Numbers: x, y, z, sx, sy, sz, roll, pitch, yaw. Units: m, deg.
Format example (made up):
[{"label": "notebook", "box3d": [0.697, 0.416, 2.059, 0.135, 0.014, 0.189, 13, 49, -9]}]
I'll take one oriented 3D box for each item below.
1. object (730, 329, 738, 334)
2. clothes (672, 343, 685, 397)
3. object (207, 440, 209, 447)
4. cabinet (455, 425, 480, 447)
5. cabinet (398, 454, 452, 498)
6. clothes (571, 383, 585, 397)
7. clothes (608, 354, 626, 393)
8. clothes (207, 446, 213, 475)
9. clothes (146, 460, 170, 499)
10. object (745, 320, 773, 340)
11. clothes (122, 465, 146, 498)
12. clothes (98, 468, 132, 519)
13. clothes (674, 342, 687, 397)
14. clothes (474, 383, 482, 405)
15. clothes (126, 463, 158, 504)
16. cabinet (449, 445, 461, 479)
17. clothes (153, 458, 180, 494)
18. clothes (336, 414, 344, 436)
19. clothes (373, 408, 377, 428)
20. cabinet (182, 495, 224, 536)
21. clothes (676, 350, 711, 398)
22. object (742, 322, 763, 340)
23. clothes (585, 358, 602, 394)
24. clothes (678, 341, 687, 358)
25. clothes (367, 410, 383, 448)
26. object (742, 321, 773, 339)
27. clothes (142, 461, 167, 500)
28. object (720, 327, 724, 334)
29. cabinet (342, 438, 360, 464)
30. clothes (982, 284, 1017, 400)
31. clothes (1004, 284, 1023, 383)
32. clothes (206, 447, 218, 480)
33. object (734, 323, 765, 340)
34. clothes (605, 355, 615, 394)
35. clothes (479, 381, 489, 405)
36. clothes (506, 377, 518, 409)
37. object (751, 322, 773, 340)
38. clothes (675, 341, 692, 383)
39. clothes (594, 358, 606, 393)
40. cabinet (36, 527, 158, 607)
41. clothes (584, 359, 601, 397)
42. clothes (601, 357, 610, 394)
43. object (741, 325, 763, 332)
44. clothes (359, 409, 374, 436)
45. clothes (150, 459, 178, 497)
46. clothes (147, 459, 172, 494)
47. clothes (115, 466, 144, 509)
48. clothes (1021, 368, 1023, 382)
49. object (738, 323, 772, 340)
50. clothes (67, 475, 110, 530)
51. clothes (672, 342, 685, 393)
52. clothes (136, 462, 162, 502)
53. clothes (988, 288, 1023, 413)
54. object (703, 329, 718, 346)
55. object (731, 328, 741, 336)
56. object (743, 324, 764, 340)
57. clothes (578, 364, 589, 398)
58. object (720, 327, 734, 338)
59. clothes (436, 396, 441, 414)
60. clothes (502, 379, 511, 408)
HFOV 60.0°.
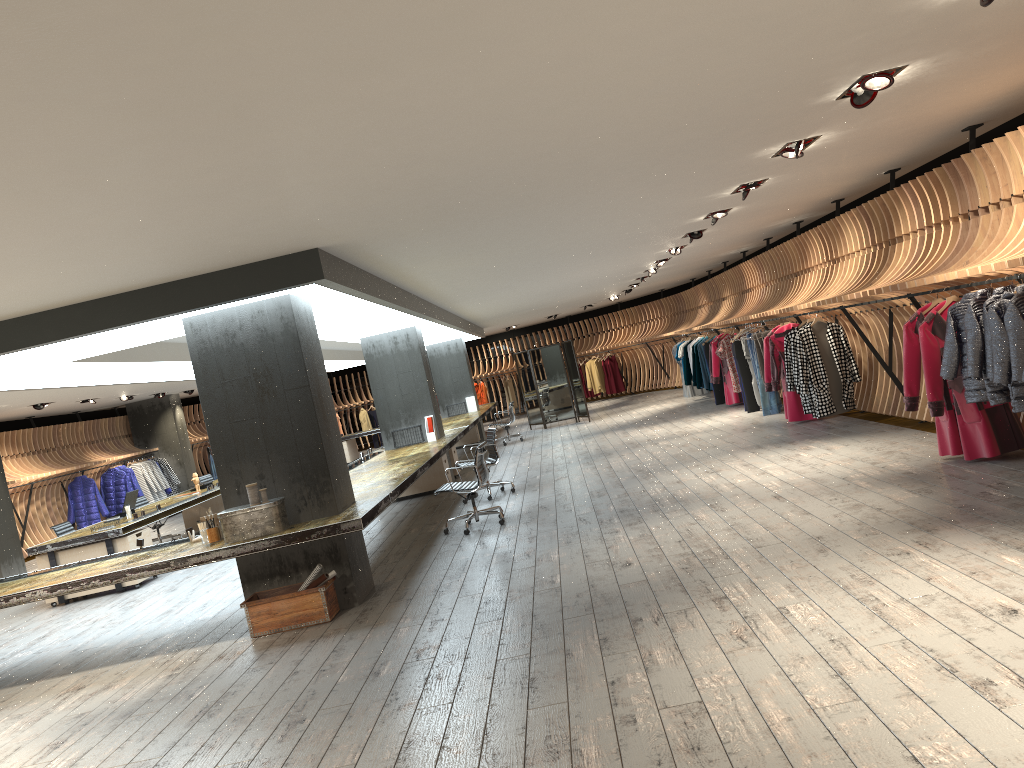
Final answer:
[{"label": "object", "box3d": [3.852, -0.883, 15.419, 0.525, 0.270, 0.012, -13, 0, 2]}, {"label": "clothes", "box3d": [4.235, -0.317, 21.010, 0.676, 1.434, 0.204, -13, 0, 17]}, {"label": "object", "box3d": [-8.344, 1.670, 24.378, 0.023, 0.243, 0.549, -13, 1, -16]}, {"label": "cabinet", "box3d": [-1.367, 1.208, 20.806, 1.131, 0.630, 0.593, -13, 1, 2]}, {"label": "cabinet", "box3d": [-1.537, 1.387, 13.399, 1.131, 0.630, 0.593, -13, 1, 2]}, {"label": "clothes", "box3d": [1.966, -0.082, 27.036, 0.444, 1.129, 0.127, -13, 0, -1]}, {"label": "clothes", "box3d": [3.018, -0.295, 25.866, 0.444, 1.129, 0.126, -13, 0, -25]}, {"label": "clothes", "box3d": [-8.163, 2.051, 24.693, 0.838, 0.881, 0.201, -12, 0, 17]}, {"label": "clothes", "box3d": [-8.560, 2.326, 21.152, 0.752, 1.062, 0.128, -13, 0, 1]}, {"label": "object", "box3d": [3.771, -0.840, 13.361, 0.549, 0.243, 0.023, -13, 0, 4]}, {"label": "clothes", "box3d": [-8.744, 2.460, 19.983, 0.885, 1.239, 0.245, -13, 0, -1]}, {"label": "clothes", "box3d": [-8.833, 2.493, 19.666, 0.880, 1.260, 0.242, -13, 0, -1]}, {"label": "clothes", "box3d": [4.224, -0.309, 20.729, 0.676, 1.434, 0.204, -13, 0, 17]}, {"label": "clothes", "box3d": [-1.148, 0.407, 28.485, 0.200, 0.881, 0.841, -13, 1, 33]}, {"label": "clothes", "box3d": [-8.587, 2.344, 20.476, 0.752, 1.062, 0.128, -13, 0, 1]}, {"label": "cabinet", "box3d": [-1.484, 1.349, 14.751, 1.131, 0.630, 0.593, -13, 1, 2]}, {"label": "clothes", "box3d": [-8.520, 2.363, 21.704, 0.799, 1.185, 0.192, -13, 0, 3]}, {"label": "clothes", "box3d": [-5.391, 1.489, 27.744, 0.125, 1.156, 0.446, -13, 0, -33]}, {"label": "clothes", "box3d": [-4.180, 1.108, 28.301, 0.703, 0.889, 0.250, -12, 0, 43]}, {"label": "cabinet", "box3d": [-4.922, 2.115, 15.058, 1.131, 0.630, 0.593, -13, 1, 2]}, {"label": "clothes", "box3d": [4.217, -0.305, 20.593, 0.678, 1.434, 0.203, -13, 0, -13]}, {"label": "object", "box3d": [3.797, -0.860, 14.069, 0.550, 0.243, 0.023, -13, 0, -36]}, {"label": "clothes", "box3d": [2.572, -0.248, 26.393, 0.777, 1.053, 0.152, -13, 0, 3]}, {"label": "clothes", "box3d": [4.144, -0.549, 20.001, 0.743, 0.931, 0.158, -13, 0, 7]}, {"label": "clothes", "box3d": [-4.303, 1.471, 28.219, 0.538, 1.353, 0.088, -12, 0, 37]}, {"label": "object", "box3d": [3.802, -0.844, 13.683, 0.547, 0.256, 0.023, -12, 0, 28]}, {"label": "clothes", "box3d": [-8.567, 2.331, 20.974, 0.752, 1.062, 0.128, -13, 0, 1]}, {"label": "object", "box3d": [3.886, -0.907, 16.313, 0.525, 0.270, 0.012, -13, 0, 2]}, {"label": "cabinet", "box3d": [-4.575, 1.867, 23.960, 0.593, 0.630, 1.132, -13, 1, 2]}, {"label": "clothes", "box3d": [3.567, -0.278, 6.209, 0.510, 0.854, 0.228, -12, 0, 23]}, {"label": "clothes", "box3d": [3.564, -0.270, 5.907, 0.530, 0.856, 0.234, -13, 0, 1]}, {"label": "clothes", "box3d": [-8.177, 2.421, 24.386, 0.200, 1.421, 0.308, -13, 0, -20]}, {"label": "object", "box3d": [3.803, -0.859, 14.178, 0.549, 0.250, 0.023, -13, 0, 4]}, {"label": "clothes", "box3d": [2.973, -0.287, 25.947, 0.444, 1.129, 0.127, -13, 0, -1]}, {"label": "clothes", "box3d": [-0.915, 0.356, 28.424, 0.201, 0.881, 0.838, -13, 1, -17]}, {"label": "clothes", "box3d": [-0.010, 0.287, 28.199, 0.096, 0.988, 0.465, -13, 0, 20]}, {"label": "object", "box3d": [3.794, -0.832, 13.168, 0.547, 0.262, 0.023, -13, 0, 4]}, {"label": "clothes", "box3d": [4.098, -0.526, 20.146, 0.737, 0.971, 0.167, -13, 0, 11]}, {"label": "clothes", "box3d": [2.718, -0.277, 26.231, 0.151, 1.053, 0.778, -13, 0, 43]}, {"label": "cabinet", "box3d": [-4.984, 2.211, 10.719, 1.131, 0.630, 0.593, -13, 1, 2]}, {"label": "clothes", "box3d": [2.374, -0.165, 26.619, 0.444, 1.129, 0.126, -13, 0, -35]}, {"label": "clothes", "box3d": [2.867, -0.265, 26.076, 0.444, 1.129, 0.126, -13, 0, -25]}, {"label": "object", "box3d": [3.805, -0.866, 14.274, 0.548, 0.243, 0.023, -12, 1, 39]}, {"label": "clothes", "box3d": [-4.662, 1.219, 28.112, 0.250, 0.889, 0.703, -13, 0, -37]}, {"label": "clothes", "box3d": [-8.518, 2.366, 21.515, 0.807, 1.187, 0.192, -13, 0, 3]}, {"label": "clothes", "box3d": [-8.663, 2.416, 21.363, 0.885, 1.239, 0.245, -13, 0, -1]}, {"label": "clothes", "box3d": [-8.675, 2.446, 19.801, 0.883, 1.246, 0.249, -13, 0, -1]}, {"label": "clothes", "box3d": [3.536, -0.233, 5.578, 0.182, 0.854, 0.681, -13, 0, -45]}, {"label": "object", "box3d": [3.796, -0.855, 13.911, 0.549, 0.243, 0.023, -13, 0, 9]}, {"label": "clothes", "box3d": [-8.811, 2.508, 18.272, 0.885, 1.239, 0.245, -13, 0, -1]}, {"label": "clothes", "box3d": [4.230, -0.314, 20.870, 0.677, 1.434, 0.203, -13, 0, -8]}, {"label": "clothes", "box3d": [-8.578, 2.338, 20.712, 0.752, 1.062, 0.128, -13, 0, 1]}, {"label": "clothes", "box3d": [3.559, -0.248, 6.034, 0.584, 0.854, 0.212, -12, 0, 30]}, {"label": "object", "box3d": [3.918, -0.928, 17.099, 0.525, 0.270, 0.012, -13, 0, 7]}, {"label": "object", "box3d": [3.839, -0.869, 15.207, 0.524, 0.286, 0.015, -13, 0, -13]}, {"label": "object", "box3d": [3.786, -0.849, 13.804, 0.550, 0.243, 0.023, -13, 0, -26]}, {"label": "clothes", "box3d": [2.136, -0.117, 26.859, 0.127, 1.129, 0.443, -13, 0, -5]}, {"label": "object", "box3d": [3.898, -0.905, 16.066, 0.525, 0.270, 0.012, -12, 0, 12]}, {"label": "clothes", "box3d": [-2.217, 1.001, 28.589, 0.550, 1.337, 0.093, -12, 0, 43]}, {"label": "clothes", "box3d": [-0.123, 0.311, 28.230, 0.096, 0.988, 0.465, -13, 0, 15]}]
